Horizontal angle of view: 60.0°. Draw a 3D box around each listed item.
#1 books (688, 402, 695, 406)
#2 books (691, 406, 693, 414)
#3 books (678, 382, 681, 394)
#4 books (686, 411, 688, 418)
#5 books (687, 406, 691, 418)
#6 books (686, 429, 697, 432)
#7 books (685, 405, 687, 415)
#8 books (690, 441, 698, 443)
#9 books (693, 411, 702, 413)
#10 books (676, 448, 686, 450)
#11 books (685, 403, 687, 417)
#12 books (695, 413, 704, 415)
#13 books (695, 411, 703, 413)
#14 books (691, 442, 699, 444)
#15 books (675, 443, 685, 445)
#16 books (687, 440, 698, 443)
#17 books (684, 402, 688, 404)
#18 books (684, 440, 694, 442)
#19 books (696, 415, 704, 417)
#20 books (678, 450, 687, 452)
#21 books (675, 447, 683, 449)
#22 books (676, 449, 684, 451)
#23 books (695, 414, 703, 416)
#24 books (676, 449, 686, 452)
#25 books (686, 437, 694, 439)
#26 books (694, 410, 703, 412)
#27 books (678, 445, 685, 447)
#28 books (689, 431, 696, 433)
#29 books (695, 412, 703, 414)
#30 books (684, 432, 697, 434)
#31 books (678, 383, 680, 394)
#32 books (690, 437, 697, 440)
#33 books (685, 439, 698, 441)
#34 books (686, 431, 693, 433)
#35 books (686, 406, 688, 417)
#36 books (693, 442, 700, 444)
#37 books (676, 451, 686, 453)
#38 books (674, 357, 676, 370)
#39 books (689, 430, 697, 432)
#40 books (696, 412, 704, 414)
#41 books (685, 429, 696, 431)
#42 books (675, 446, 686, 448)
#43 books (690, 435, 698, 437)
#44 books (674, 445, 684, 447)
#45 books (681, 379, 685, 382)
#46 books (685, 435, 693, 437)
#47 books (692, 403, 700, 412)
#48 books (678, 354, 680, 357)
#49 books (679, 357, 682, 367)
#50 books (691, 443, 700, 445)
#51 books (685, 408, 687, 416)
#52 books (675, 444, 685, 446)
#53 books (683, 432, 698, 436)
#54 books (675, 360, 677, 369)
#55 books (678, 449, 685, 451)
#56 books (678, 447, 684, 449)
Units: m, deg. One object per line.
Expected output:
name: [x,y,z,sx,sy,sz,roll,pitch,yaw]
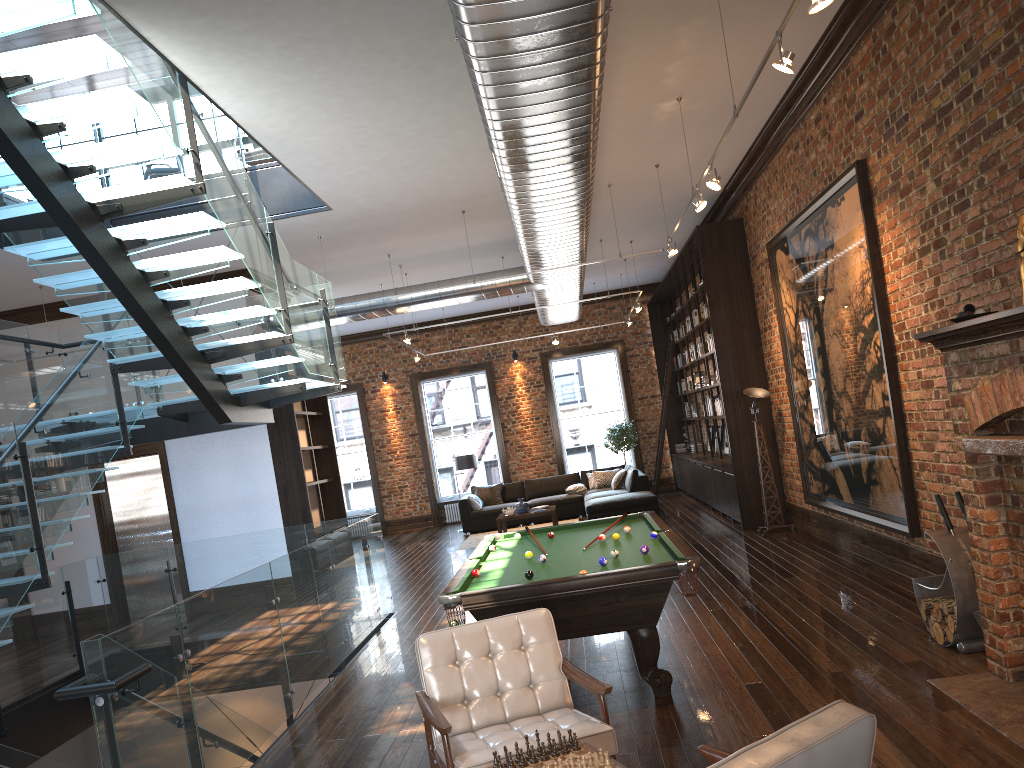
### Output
books: [3.665,0.519,17.995,0.165,0.304,0.013,-9,2,4]
books: [3.664,0.540,17.727,0.164,0.232,0.026,-9,1,4]
books: [3.616,0.072,18.674,0.189,0.273,0.013,-9,2,4]
books: [3.683,0.588,18.213,0.190,0.188,0.035,-9,1,4]
books: [3.645,0.551,17.876,0.212,0.233,0.019,-9,1,4]
books: [3.758,0.977,18.602,0.204,0.020,0.317,-9,-3,5]
books: [3.694,0.554,18.347,0.186,0.267,0.035,-9,1,4]
books: [3.727,1.196,18.172,0.176,0.005,0.288,-10,-3,9]
books: [3.659,0.550,17.482,0.161,0.007,0.289,-9,-3,4]
books: [3.555,1.368,18.689,0.200,0.019,0.255,-9,-3,6]
books: [3.697,0.542,18.447,0.184,0.301,0.015,-9,2,4]
books: [3.635,0.577,17.133,0.161,0.005,0.292,-9,-3,-1]
books: [3.651,0.558,17.483,0.159,0.007,0.327,-9,-3,-1]
books: [3.742,1.204,18.171,0.176,0.005,0.285,-9,-3,3]
books: [3.532,1.265,18.687,0.184,0.008,0.305,-9,-3,6]
books: [3.781,1.202,18.613,0.211,0.019,0.341,-9,-3,8]
books: [3.721,0.541,18.654,0.157,0.319,0.013,-9,2,4]
books: [3.766,1.191,18.614,0.246,0.008,0.308,-9,-3,0]
books: [3.649,0.613,17.137,0.161,0.005,0.289,-9,-3,3]
books: [3.570,1.411,18.690,0.210,0.012,0.272,-9,-3,0]
books: [3.525,1.345,18.690,0.154,0.015,0.193,-9,-3,5]
books: [3.538,1.385,18.691,0.170,0.008,0.259,-9,-3,4]
books: [3.639,0.593,17.137,0.159,0.005,0.326,-9,-3,0]
books: [3.563,1.400,18.690,0.201,0.012,0.244,-9,-3,7]
books: [3.780,1.126,18.610,0.208,0.009,0.343,-9,-3,5]
books: [3.660,0.536,17.481,0.159,0.007,0.323,-9,-3,3]
books: [3.539,1.312,18.688,0.186,0.013,0.272,-9,-3,6]
books: [3.773,1.005,18.602,0.172,0.011,0.325,-9,-3,7]
books: [3.640,0.554,17.132,0.161,0.005,0.289,-9,-3,4]
books: [3.741,1.026,18.605,0.240,0.019,0.228,-9,-3,-1]
books: [3.619,0.084,18.784,0.187,0.261,0.014,-9,2,4]
books: [3.786,1.146,18.611,0.184,0.034,0.270,-10,-3,9]
books: [3.770,1.176,18.613,0.250,0.020,0.317,-9,-3,4]
books: [3.756,0.999,18.603,0.209,0.007,0.307,-9,-3,6]
books: [3.677,0.559,18.182,0.188,0.244,0.026,-9,1,4]
books: [3.742,1.210,18.171,0.177,0.005,0.254,-9,-3,4]
books: [3.565,1.424,18.691,0.207,0.013,0.279,-9,-3,5]
books: [3.524,-0.430,18.765,0.176,0.296,0.017,-9,2,4]
books: [3.774,0.989,18.601,0.176,0.008,0.355,-9,-3,2]
books: [3.643,0.559,17.132,0.159,0.005,0.323,-9,-3,3]
books: [3.750,0.963,18.602,0.207,0.009,0.344,-9,-3,1]
books: [3.551,1.325,18.688,0.205,0.015,0.265,-9,-3,1]
books: [3.772,1.096,18.605,0.209,0.015,0.307,-9,-3,1]
books: [3.518,1.306,18.689,0.149,0.006,0.318,-9,-3,2]
books: [3.606,0.040,18.324,0.179,0.299,0.015,-9,2,4]
books: [3.756,1.084,18.606,0.239,0.015,0.249,-9,-3,6]
books: [3.665,0.511,17.667,0.129,0.283,0.030,-9,1,4]
books: [3.499,-0.473,18.025,0.189,0.304,0.014,-9,2,4]
books: [3.495,-0.438,17.967,0.191,0.229,0.034,-9,1,4]
books: [3.737,1.227,18.172,0.176,0.005,0.287,-9,-3,0]
books: [3.698,0.589,18.398,0.168,0.202,0.034,-9,1,4]
books: [3.543,1.278,18.687,0.200,0.020,0.211,-9,-3,8]
books: [3.744,1.049,18.605,0.260,0.028,0.315,-9,-3,4]
books: [3.536,-0.437,18.678,0.176,0.296,0.017,-9,2,4]
books: [3.551,1.392,18.690,0.170,0.009,0.254,-10,-3,9]
books: [3.537,1.356,18.690,0.159,0.011,0.251,-9,-3,8]
